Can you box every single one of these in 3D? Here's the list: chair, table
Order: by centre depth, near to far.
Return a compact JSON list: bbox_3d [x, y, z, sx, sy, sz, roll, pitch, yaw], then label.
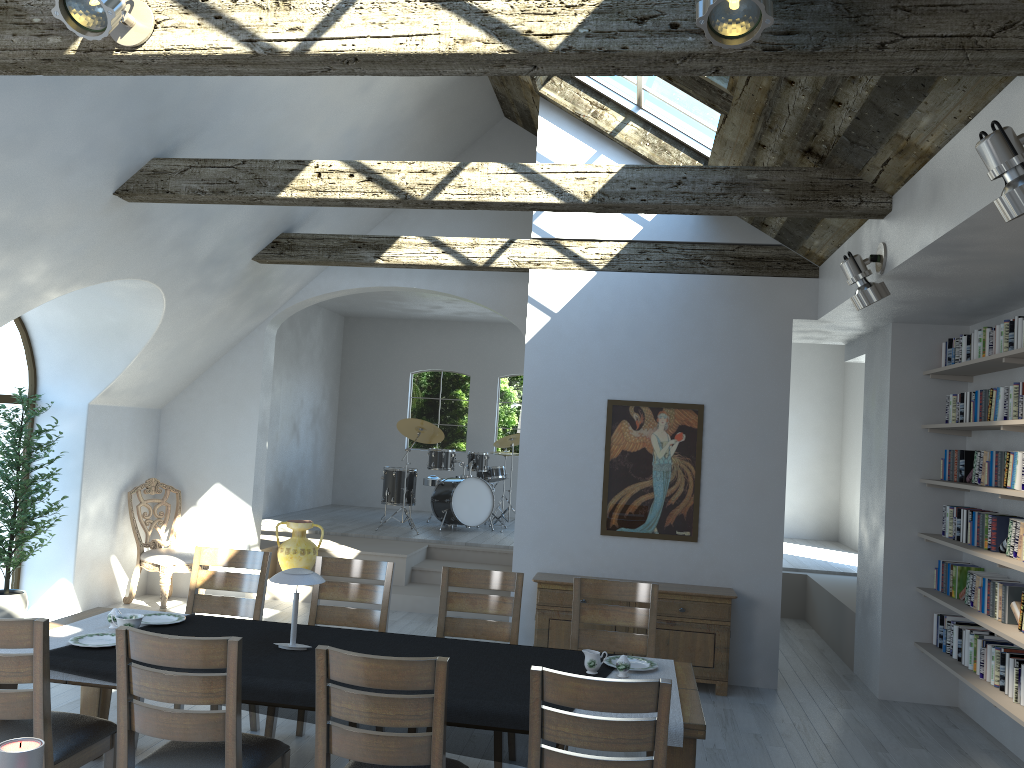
[{"bbox_3d":[0.299,1.472,3.149,0.514,1.006,0.605,3,-3,8],"label":"chair"},{"bbox_3d":[-0.438,1.435,3.257,0.514,1.006,0.605,3,-3,8],"label":"chair"},{"bbox_3d":[-1.174,1.397,3.365,0.514,1.006,0.605,3,-3,8],"label":"chair"},{"bbox_3d":[-1.910,1.359,3.473,0.514,1.006,0.605,3,-3,8],"label":"chair"},{"bbox_3d":[-0.752,1.590,3.971,3.078,0.737,0.939,3,-3,8],"label":"table"},{"bbox_3d":[0.508,1.566,4.603,0.514,1.006,0.605,3,-3,8],"label":"chair"},{"bbox_3d":[-0.229,1.528,4.712,0.514,1.006,0.605,3,-3,8],"label":"chair"},{"bbox_3d":[-0.965,1.490,4.820,0.514,1.006,0.605,3,-3,8],"label":"chair"},{"bbox_3d":[-1.701,1.452,4.928,0.514,1.006,0.605,3,-3,8],"label":"chair"},{"bbox_3d":[-3.203,1.477,8.256,0.655,1.159,0.552,1,-4,33],"label":"chair"}]

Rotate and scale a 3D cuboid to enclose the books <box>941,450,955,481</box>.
[{"bbox_3d":[3.194,0.583,6.307,0.209,0.220,0.278,3,-3,7],"label":"books"}]

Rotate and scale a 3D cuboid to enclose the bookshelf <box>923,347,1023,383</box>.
[{"bbox_3d":[2.648,-0.295,2.687,0.315,0.070,7.825,3,-3,8],"label":"bookshelf"}]

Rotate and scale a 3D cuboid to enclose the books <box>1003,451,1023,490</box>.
[{"bbox_3d":[3.035,0.511,5.212,0.189,0.228,0.249,3,-3,8],"label":"books"}]

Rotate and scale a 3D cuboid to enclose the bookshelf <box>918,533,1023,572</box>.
[{"bbox_3d":[2.578,0.887,2.621,0.315,0.070,7.825,3,-3,8],"label":"bookshelf"}]

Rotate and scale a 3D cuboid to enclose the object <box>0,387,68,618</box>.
[{"bbox_3d":[-3.891,0.975,6.952,0.718,1.920,0.737,2,-4,27],"label":"object"}]

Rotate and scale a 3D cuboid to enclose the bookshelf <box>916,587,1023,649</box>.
[{"bbox_3d":[2.554,1.281,2.599,0.315,0.070,7.825,3,-3,8],"label":"bookshelf"}]

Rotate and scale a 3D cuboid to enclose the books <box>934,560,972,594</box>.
[{"bbox_3d":[3.156,1.379,6.325,0.209,0.220,0.278,3,-3,7],"label":"books"}]

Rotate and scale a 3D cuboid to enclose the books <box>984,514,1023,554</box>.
[{"bbox_3d":[3.043,0.925,5.408,0.189,0.224,0.345,3,-3,8],"label":"books"}]

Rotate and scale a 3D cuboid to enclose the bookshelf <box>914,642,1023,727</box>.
[{"bbox_3d":[2.531,1.675,2.577,0.315,0.070,7.825,3,-3,8],"label":"bookshelf"}]

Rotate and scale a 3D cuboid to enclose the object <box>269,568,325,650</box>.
[{"bbox_3d":[-0.986,1.021,4.038,0.251,0.362,0.251,1,-4,31],"label":"object"}]

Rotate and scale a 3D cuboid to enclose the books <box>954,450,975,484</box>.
[{"bbox_3d":[3.148,0.564,5.999,0.189,0.224,0.345,3,-3,8],"label":"books"}]

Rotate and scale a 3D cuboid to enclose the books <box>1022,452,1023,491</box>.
[{"bbox_3d":[2.984,0.483,4.840,0.214,0.237,0.490,3,-3,8],"label":"books"}]

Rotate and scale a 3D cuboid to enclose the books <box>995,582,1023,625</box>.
[{"bbox_3d":[2.992,1.308,5.195,0.189,0.229,0.343,3,-3,8],"label":"books"}]

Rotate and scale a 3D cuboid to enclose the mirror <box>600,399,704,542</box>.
[{"bbox_3d":[1.075,0.660,6.807,0.736,1.047,0.009,3,-3,8],"label":"mirror"}]

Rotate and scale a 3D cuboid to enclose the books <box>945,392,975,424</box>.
[{"bbox_3d":[3.194,0.180,6.162,0.214,0.220,0.490,3,-3,8],"label":"books"}]

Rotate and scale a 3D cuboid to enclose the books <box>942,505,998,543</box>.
[{"bbox_3d":[3.146,0.969,6.111,0.214,0.220,0.490,3,-3,8],"label":"books"}]

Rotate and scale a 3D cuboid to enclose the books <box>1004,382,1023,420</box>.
[{"bbox_3d":[3.048,0.108,5.141,0.214,0.237,0.490,3,-3,8],"label":"books"}]

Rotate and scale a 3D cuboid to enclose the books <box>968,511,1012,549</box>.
[{"bbox_3d":[3.089,0.943,5.715,0.209,0.220,0.278,3,-3,7],"label":"books"}]

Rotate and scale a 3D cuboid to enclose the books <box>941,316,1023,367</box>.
[{"bbox_3d":[3.064,-0.291,5.079,0.242,0.237,2.981,3,-3,8],"label":"books"}]

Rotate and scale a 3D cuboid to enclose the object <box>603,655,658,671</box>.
[{"bbox_3d":[0.545,1.288,4.076,0.250,0.017,0.253,3,-3,8],"label":"object"}]

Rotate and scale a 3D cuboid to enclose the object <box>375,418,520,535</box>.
[{"bbox_3d":[-0.850,1.180,11.677,2.354,1.383,1.465,6,-4,-37],"label":"object"}]

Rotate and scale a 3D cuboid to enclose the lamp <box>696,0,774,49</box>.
[{"bbox_3d":[0.702,-1.218,2.814,0.233,0.323,0.343,3,-3,8],"label":"lamp"}]

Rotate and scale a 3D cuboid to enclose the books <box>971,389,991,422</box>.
[{"bbox_3d":[3.139,0.155,5.779,0.209,0.220,0.278,3,-3,7],"label":"books"}]

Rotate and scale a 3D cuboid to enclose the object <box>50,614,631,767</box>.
[{"bbox_3d":[-0.713,1.331,3.989,2.456,0.227,1.073,3,-3,9],"label":"object"}]

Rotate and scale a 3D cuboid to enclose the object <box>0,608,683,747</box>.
[{"bbox_3d":[-0.714,1.258,3.991,2.872,0.077,1.050,3,-3,8],"label":"object"}]

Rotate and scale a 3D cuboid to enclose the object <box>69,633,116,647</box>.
[{"bbox_3d":[-1.824,1.139,3.928,0.250,0.017,0.253,3,-3,8],"label":"object"}]

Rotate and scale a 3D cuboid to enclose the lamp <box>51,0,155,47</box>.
[{"bbox_3d":[-1.438,-1.348,3.124,0.233,0.311,0.354,3,-3,8],"label":"lamp"}]

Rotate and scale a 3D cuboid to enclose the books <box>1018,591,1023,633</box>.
[{"bbox_3d":[2.951,1.282,4.911,0.189,0.228,0.249,3,-3,8],"label":"books"}]

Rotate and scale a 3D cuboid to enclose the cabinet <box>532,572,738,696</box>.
[{"bbox_3d":[0.883,1.843,6.585,1.481,0.714,0.383,3,-3,8],"label":"cabinet"}]

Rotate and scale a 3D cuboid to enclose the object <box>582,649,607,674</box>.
[{"bbox_3d":[0.362,1.229,3.925,0.100,0.098,0.071,5,-3,-23],"label":"object"}]

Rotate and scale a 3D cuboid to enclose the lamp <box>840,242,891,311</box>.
[{"bbox_3d":[1.977,-0.599,4.957,0.265,0.386,0.235,2,-4,30],"label":"lamp"}]

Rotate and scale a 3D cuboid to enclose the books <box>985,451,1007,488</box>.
[{"bbox_3d":[3.075,0.530,5.478,0.209,0.220,0.278,3,-3,7],"label":"books"}]

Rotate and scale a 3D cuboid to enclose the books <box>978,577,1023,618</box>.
[{"bbox_3d":[3.037,1.326,5.497,0.209,0.220,0.278,3,-3,7],"label":"books"}]

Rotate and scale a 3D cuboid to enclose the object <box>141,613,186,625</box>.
[{"bbox_3d":[-1.750,1.170,4.396,0.250,0.017,0.253,3,-3,8],"label":"object"}]

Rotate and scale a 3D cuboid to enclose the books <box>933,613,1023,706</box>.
[{"bbox_3d":[2.945,1.677,4.962,0.242,0.237,2.981,3,-3,8],"label":"books"}]

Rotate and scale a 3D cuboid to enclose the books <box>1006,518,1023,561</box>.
[{"bbox_3d":[3.003,0.904,5.129,0.189,0.228,0.249,3,-3,8],"label":"books"}]

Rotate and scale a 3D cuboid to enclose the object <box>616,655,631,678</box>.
[{"bbox_3d":[0.489,1.237,3.897,0.064,0.092,0.064,4,-3,-14],"label":"object"}]

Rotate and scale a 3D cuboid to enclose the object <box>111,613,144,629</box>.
[{"bbox_3d":[-1.785,1.120,4.128,0.130,0.081,0.124,6,-4,-39],"label":"object"}]

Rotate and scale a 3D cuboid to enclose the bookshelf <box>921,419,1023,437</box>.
[{"bbox_3d":[2.625,0.099,2.665,0.315,0.070,7.825,3,-3,8],"label":"bookshelf"}]

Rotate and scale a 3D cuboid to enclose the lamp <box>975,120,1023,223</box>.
[{"bbox_3d":[1.689,-0.727,2.948,0.265,0.386,0.235,2,-4,30],"label":"lamp"}]

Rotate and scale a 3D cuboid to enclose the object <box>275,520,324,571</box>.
[{"bbox_3d":[-2.167,1.694,8.981,0.402,0.605,0.396,6,-4,-35],"label":"object"}]

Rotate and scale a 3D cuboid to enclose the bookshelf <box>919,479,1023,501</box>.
[{"bbox_3d":[2.601,0.493,2.643,0.315,0.070,7.825,3,-3,8],"label":"bookshelf"}]

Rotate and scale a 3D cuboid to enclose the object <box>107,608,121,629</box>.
[{"bbox_3d":[-1.892,1.114,4.223,0.064,0.092,0.064,2,-4,27],"label":"object"}]

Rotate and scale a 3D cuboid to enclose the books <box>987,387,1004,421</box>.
[{"bbox_3d":[3.098,0.136,5.512,0.189,0.228,0.249,3,-3,8],"label":"books"}]

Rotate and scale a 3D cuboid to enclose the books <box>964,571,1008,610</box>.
[{"bbox_3d":[3.070,1.340,5.739,0.189,0.228,0.249,3,-3,8],"label":"books"}]

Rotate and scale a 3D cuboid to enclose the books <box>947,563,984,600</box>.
[{"bbox_3d":[3.111,1.358,6.022,0.189,0.224,0.345,3,-3,8],"label":"books"}]

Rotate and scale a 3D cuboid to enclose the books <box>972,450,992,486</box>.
[{"bbox_3d":[3.108,0.544,5.720,0.189,0.228,0.249,3,-3,8],"label":"books"}]
